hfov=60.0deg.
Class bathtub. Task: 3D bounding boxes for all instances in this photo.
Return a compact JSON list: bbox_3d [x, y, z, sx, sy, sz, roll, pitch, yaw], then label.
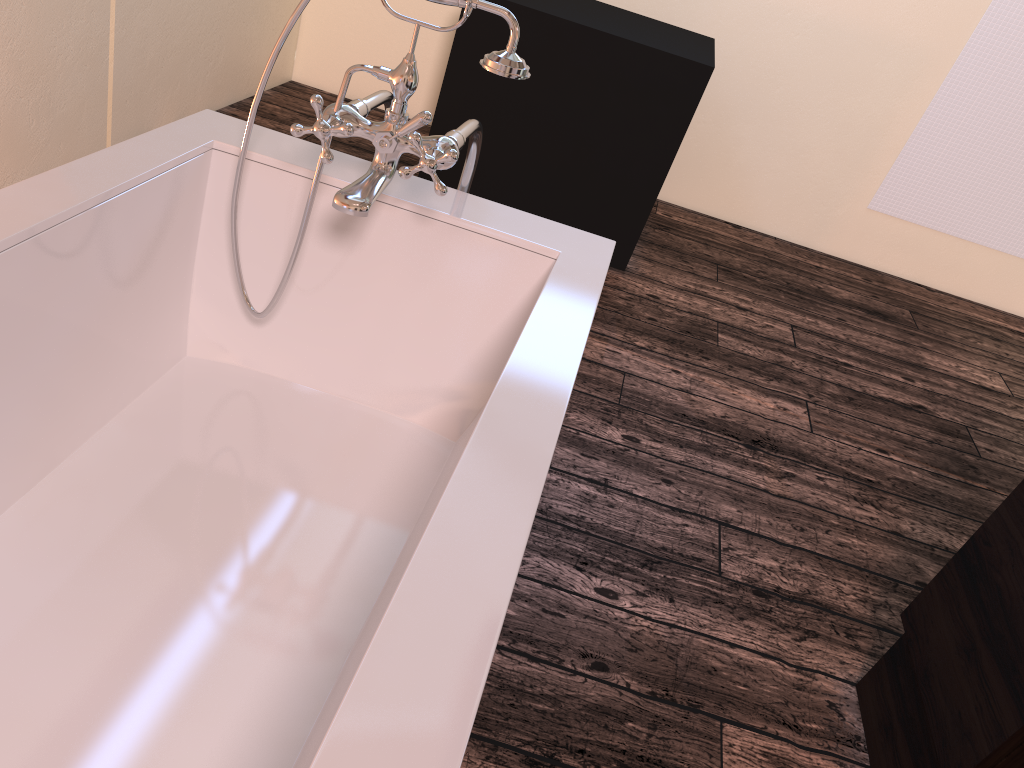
[{"bbox_3d":[-0.491,0.397,0.899,0.798,0.706,2.178,20,33,1],"label":"bathtub"}]

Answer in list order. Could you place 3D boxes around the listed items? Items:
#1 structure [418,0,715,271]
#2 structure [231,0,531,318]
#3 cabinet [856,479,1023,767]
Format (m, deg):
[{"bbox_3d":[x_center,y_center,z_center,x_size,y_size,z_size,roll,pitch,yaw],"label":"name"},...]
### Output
[{"bbox_3d":[0.216,-1.159,3.497,0.869,0.876,0.787,20,33,0],"label":"structure"},{"bbox_3d":[-0.235,-0.213,1.587,0.382,1.139,0.546,28,34,13],"label":"structure"},{"bbox_3d":[0.798,0.814,0.802,0.386,0.939,1.824,20,33,1],"label":"cabinet"}]
